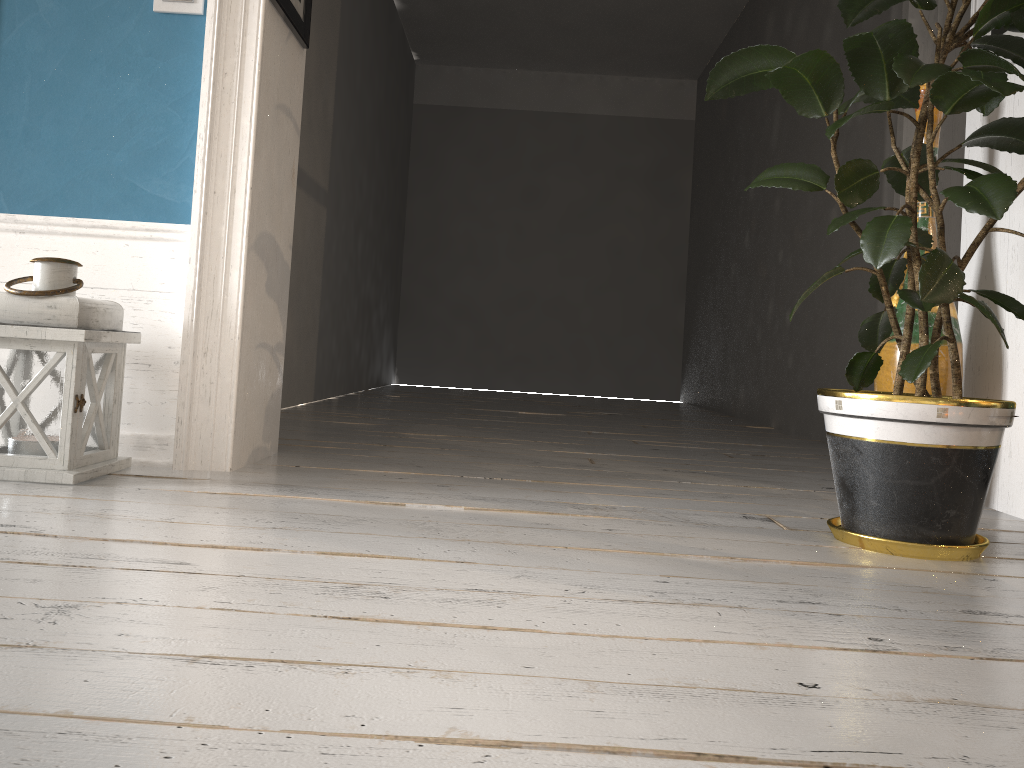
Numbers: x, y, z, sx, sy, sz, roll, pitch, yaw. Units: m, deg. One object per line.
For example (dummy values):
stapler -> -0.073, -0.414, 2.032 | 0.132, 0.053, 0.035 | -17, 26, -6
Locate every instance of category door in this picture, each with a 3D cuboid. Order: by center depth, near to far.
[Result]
door -> 1.714, -0.828, 3.249 | 0.178, 2.311, 1.035 | 4, -1, 0

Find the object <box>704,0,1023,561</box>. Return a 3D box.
object -> 0.960, -0.521, 0.176 | 1.011, 1.796, 3.894 | 4, 1, 0

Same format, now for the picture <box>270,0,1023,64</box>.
picture -> 0.386, -1.286, 2.398 | 1.945, 0.755, 0.358 | 4, -1, 0

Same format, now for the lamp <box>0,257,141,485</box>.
lamp -> -1.035, -0.044, 1.976 | 0.287, 0.478, 0.286 | 4, -1, -1

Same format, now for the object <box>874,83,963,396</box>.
object -> 1.092, -0.246, 2.361 | 0.215, 1.126, 0.215 | 4, -2, -5
